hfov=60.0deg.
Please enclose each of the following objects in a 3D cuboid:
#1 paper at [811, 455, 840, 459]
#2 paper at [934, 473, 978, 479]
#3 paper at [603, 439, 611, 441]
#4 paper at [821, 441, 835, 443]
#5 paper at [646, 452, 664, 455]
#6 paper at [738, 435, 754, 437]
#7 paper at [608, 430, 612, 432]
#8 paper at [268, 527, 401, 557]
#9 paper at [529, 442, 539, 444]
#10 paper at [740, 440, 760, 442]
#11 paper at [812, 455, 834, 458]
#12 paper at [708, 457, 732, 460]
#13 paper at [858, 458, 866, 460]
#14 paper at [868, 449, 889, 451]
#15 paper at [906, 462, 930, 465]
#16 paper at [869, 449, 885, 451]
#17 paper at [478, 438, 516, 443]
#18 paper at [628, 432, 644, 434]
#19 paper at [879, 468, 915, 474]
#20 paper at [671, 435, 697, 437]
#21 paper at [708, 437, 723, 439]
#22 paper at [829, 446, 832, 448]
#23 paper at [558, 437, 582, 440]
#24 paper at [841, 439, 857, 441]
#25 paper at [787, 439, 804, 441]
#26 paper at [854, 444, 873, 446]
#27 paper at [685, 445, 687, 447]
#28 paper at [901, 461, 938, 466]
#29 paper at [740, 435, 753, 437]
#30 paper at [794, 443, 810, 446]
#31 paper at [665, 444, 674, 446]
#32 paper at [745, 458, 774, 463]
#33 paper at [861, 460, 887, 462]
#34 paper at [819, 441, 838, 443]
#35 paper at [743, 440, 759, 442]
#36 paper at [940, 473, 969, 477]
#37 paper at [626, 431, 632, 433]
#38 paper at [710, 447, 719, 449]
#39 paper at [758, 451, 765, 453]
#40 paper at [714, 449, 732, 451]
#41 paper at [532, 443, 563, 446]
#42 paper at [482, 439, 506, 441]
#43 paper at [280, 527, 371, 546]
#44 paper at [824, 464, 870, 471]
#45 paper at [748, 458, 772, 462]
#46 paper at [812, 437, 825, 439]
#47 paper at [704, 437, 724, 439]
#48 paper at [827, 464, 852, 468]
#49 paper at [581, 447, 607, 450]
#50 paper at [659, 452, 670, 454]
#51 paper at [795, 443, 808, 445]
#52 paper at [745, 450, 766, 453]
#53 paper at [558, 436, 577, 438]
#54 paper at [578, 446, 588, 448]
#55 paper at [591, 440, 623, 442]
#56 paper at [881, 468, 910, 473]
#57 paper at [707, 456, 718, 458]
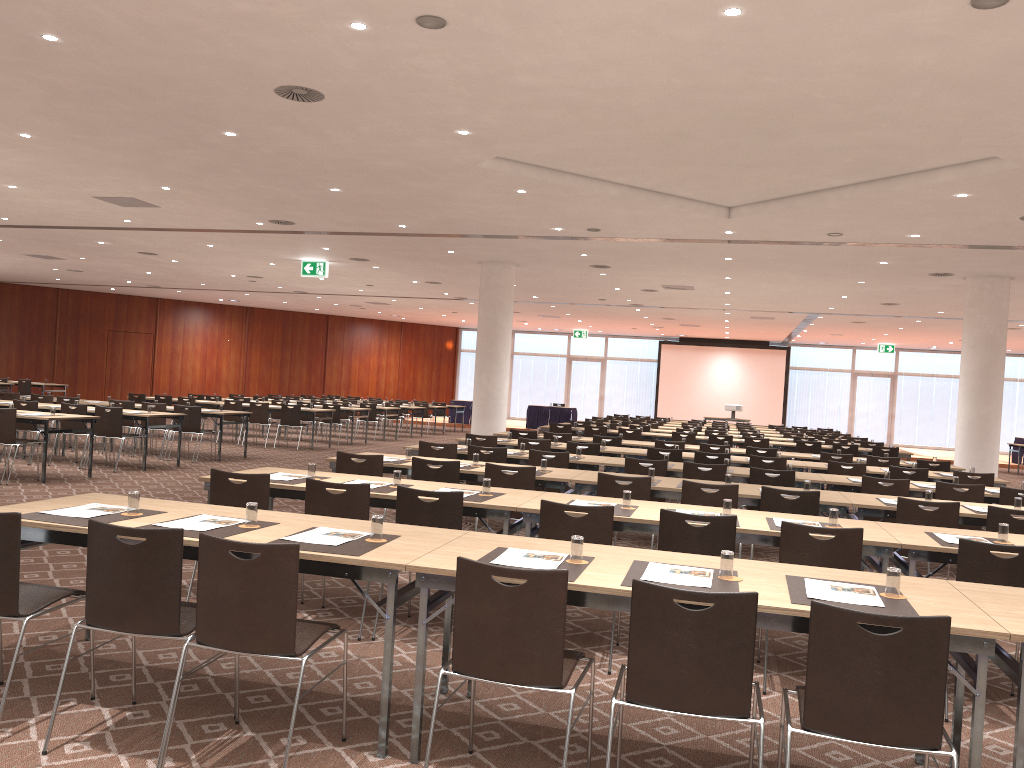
[{"bbox_3d":[4.664,1.079,13.065,0.460,0.003,0.565,4,0,14],"label":"paper"},{"bbox_3d":[5.425,1.122,10.793,0.460,0.003,0.565,4,0,14],"label":"paper"},{"bbox_3d":[1.478,0.879,13.890,0.283,0.006,0.398,4,0,14],"label":"paper"},{"bbox_3d":[6.542,1.201,18.324,0.283,0.006,0.398,4,0,13],"label":"paper"},{"bbox_3d":[1.996,0.911,11.632,0.460,0.003,0.565,4,0,11],"label":"paper"},{"bbox_3d":[4.983,1.109,18.647,0.460,0.003,0.565,4,0,14],"label":"paper"},{"bbox_3d":[1.705,0.904,17.370,0.460,0.003,0.565,4,0,13],"label":"paper"},{"bbox_3d":[-0.821,0.723,4.092,0.460,0.003,0.565,4,0,11],"label":"paper"},{"bbox_3d":[0.352,0.806,12.114,0.283,0.006,0.398,4,0,14],"label":"paper"},{"bbox_3d":[4.518,1.077,16.682,0.460,0.003,0.565,4,0,14],"label":"paper"},{"bbox_3d":[4.602,1.071,13.144,0.283,0.006,0.398,4,0,14],"label":"paper"},{"bbox_3d":[2.611,0.949,11.483,0.460,0.003,0.565,4,0,15],"label":"paper"},{"bbox_3d":[5.233,1.110,13.003,0.283,0.006,0.398,4,0,16],"label":"paper"},{"bbox_3d":[6.736,1.213,16.164,0.460,0.003,0.565,4,0,10],"label":"paper"},{"bbox_3d":[5.870,1.149,12.819,0.283,0.006,0.398,4,0,11],"label":"paper"},{"bbox_3d":[6.681,1.206,16.227,0.283,0.006,0.398,4,0,13],"label":"paper"},{"bbox_3d":[-0.225,0.775,12.204,0.460,0.003,0.565,4,0,12],"label":"paper"},{"bbox_3d":[2.336,0.943,17.224,0.460,0.003,0.565,4,0,15],"label":"paper"},{"bbox_3d":[4.843,1.086,10.977,0.460,0.003,0.565,4,0,13],"label":"paper"},{"bbox_3d":[3.292,1.001,16.986,0.460,0.003,0.565,4,0,14],"label":"paper"},{"bbox_3d":[3.876,1.033,16.903,0.283,0.006,0.398,4,0,11],"label":"paper"},{"bbox_3d":[6.083,1.173,16.312,0.460,0.003,0.565,4,0,15],"label":"paper"},{"bbox_3d":[0.863,0.845,13.985,0.460,0.003,0.565,4,0,12],"label":"paper"},{"bbox_3d":[7.689,1.279,20.042,0.460,0.003,0.565,4,0,12],"label":"paper"},{"bbox_3d":[5.945,1.168,18.396,0.460,0.003,0.565,4,0,14],"label":"paper"},{"bbox_3d":[7.205,1.245,18.088,0.460,0.003,0.565,4,0,16],"label":"paper"},{"bbox_3d":[2.447,0.943,13.593,0.460,0.003,0.565,4,0,17],"label":"paper"},{"bbox_3d":[5.897,1.155,12.776,0.460,0.003,0.565,4,0,15],"label":"paper"},{"bbox_3d":[4.947,1.103,18.707,0.283,0.006,0.398,4,0,15],"label":"paper"},{"bbox_3d":[5.498,1.137,16.473,0.460,0.003,0.565,4,0,14],"label":"paper"},{"bbox_3d":[2.408,0.937,13.667,0.283,0.006,0.398,4,0,13],"label":"paper"},{"bbox_3d":[3.233,0.987,11.354,0.460,0.003,0.565,4,0,13],"label":"paper"},{"bbox_3d":[5.282,1.117,12.895,0.460,0.003,0.565,4,0,17],"label":"paper"},{"bbox_3d":[6.570,1.206,18.256,0.460,0.003,0.565,4,0,13],"label":"paper"},{"bbox_3d":[4.512,1.072,16.759,0.283,0.006,0.398,4,0,13],"label":"paper"},{"bbox_3d":[5.439,1.119,10.884,0.283,0.006,0.398,4,0,15],"label":"paper"},{"bbox_3d":[2.299,0.937,17.299,0.283,0.006,0.398,4,0,13],"label":"paper"},{"bbox_3d":[3.044,0.976,13.528,0.283,0.006,0.398,4,0,13],"label":"paper"},{"bbox_3d":[3.673,1.014,13.380,0.283,0.006,0.398,4,0,15],"label":"paper"},{"bbox_3d":[3.093,0.982,13.453,0.460,0.003,0.565,4,0,13],"label":"paper"},{"bbox_3d":[0.423,0.815,12.032,0.460,0.003,0.565,4,0,13],"label":"paper"},{"bbox_3d":[-0.237,0.770,12.261,0.283,0.006,0.398,4,0,16],"label":"paper"},{"bbox_3d":[-0.867,0.716,4.184,0.283,0.006,0.398,4,0,16],"label":"paper"},{"bbox_3d":[4.189,1.046,11.106,0.460,0.003,0.565,4,0,13],"label":"paper"},{"bbox_3d":[3.191,0.981,11.417,0.283,0.006,0.398,4,0,13],"label":"paper"},{"bbox_3d":[7.001,1.233,20.266,0.283,0.006,0.398,4,0,12],"label":"paper"},{"bbox_3d":[3.895,1.038,16.863,0.460,0.003,0.565,4,0,12],"label":"paper"},{"bbox_3d":[4.139,1.039,11.174,0.283,0.006,0.398,4,0,15],"label":"paper"},{"bbox_3d":[1.026,0.852,11.873,0.460,0.003,0.565,4,0,10],"label":"paper"},{"bbox_3d":[1.957,0.905,11.728,0.283,0.006,0.398,4,0,12],"label":"paper"},{"bbox_3d":[5.438,1.129,16.550,0.283,0.006,0.398,4,0,15],"label":"paper"},{"bbox_3d":[3.729,1.021,13.275,0.460,0.003,0.565,4,0,15],"label":"paper"},{"bbox_3d":[0.855,0.841,14.035,0.283,0.006,0.398,4,0,14],"label":"paper"},{"bbox_3d":[0.996,0.846,11.955,0.283,0.006,0.398,4,0,14],"label":"paper"},{"bbox_3d":[1.498,0.884,13.821,0.460,0.003,0.565,4,0,11],"label":"paper"},{"bbox_3d":[4.776,1.078,11.040,0.283,0.006,0.398,4,0,14],"label":"paper"},{"bbox_3d":[2.582,0.943,11.581,0.283,0.006,0.398,4,0,17],"label":"paper"}]
